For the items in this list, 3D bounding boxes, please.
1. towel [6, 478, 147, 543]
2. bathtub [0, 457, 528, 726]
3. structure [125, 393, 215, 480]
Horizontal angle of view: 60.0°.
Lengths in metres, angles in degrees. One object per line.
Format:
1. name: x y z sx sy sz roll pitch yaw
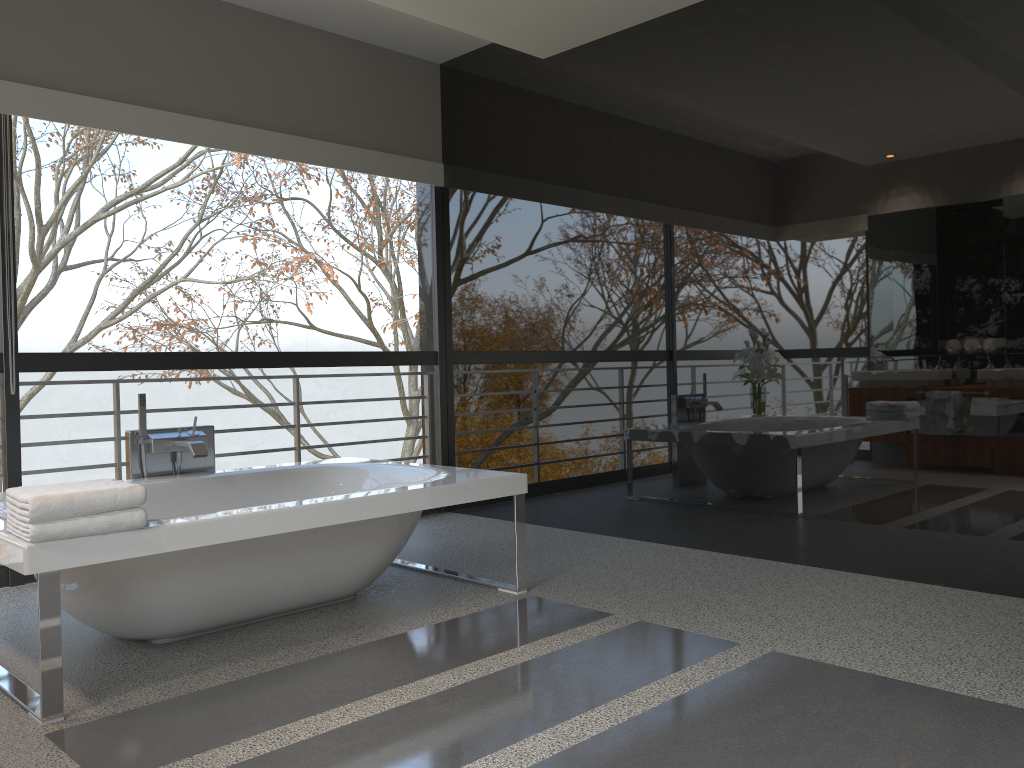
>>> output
1. towel: -1.287 0.374 2.628 0.322 0.145 0.305 -2 1 -42
2. bathtub: -1.088 0.665 3.570 1.958 0.504 1.327 -2 1 -45
3. structure: -1.485 0.480 4.031 0.402 0.885 0.330 -2 1 -45
